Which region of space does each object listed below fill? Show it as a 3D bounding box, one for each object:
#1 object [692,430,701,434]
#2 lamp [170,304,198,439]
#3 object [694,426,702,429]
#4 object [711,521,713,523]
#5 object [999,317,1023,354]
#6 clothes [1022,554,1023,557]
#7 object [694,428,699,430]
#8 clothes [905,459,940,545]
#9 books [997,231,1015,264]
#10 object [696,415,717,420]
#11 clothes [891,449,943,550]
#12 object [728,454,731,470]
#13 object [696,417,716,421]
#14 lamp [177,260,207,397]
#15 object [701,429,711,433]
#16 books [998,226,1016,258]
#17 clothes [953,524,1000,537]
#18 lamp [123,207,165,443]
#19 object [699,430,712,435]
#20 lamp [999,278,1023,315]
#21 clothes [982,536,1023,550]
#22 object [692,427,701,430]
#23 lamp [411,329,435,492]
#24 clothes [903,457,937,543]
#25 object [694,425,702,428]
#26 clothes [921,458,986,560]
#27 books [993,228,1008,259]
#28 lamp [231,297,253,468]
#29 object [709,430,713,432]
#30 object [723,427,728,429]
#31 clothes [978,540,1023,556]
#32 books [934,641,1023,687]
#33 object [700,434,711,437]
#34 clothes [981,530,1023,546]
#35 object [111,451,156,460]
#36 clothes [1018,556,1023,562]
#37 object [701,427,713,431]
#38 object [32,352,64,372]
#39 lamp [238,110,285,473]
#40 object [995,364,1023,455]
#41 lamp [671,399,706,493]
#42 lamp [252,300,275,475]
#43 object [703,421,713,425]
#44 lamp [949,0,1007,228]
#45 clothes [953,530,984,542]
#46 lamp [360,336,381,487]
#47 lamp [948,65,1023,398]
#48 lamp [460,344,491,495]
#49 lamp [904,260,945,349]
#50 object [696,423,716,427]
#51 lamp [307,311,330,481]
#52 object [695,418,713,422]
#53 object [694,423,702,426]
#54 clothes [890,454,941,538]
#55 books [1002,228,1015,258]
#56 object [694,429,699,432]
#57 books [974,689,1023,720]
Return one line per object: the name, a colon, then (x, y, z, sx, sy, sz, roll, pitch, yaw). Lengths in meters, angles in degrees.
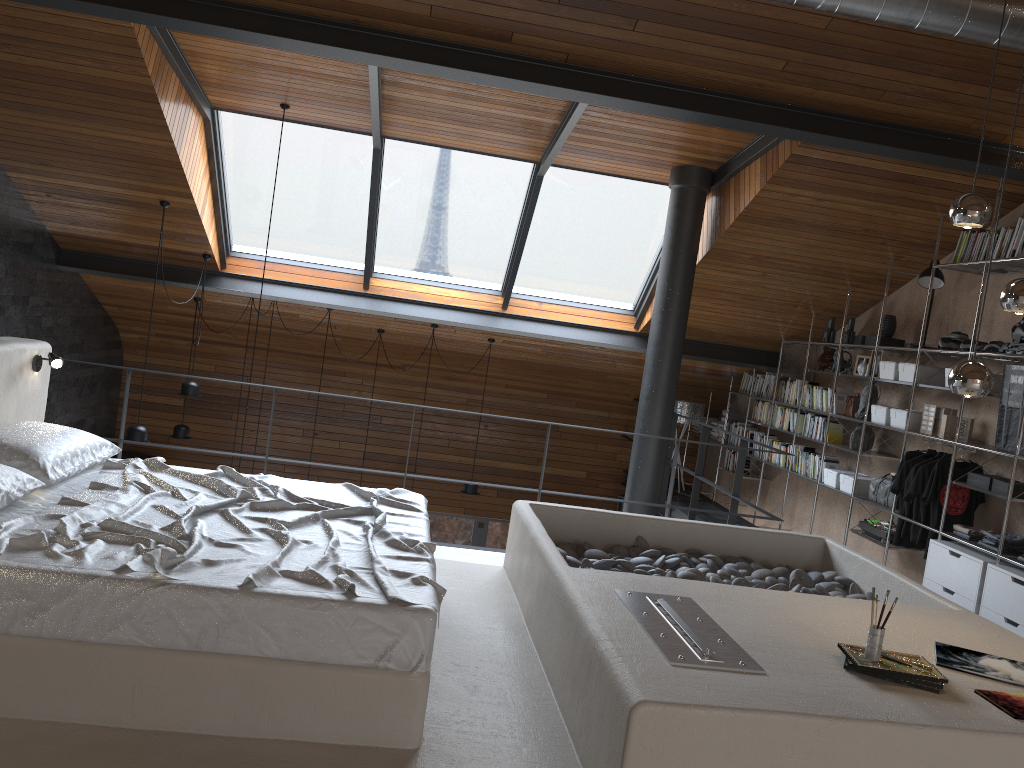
object: (2.282, 0.580, 10.567, 0.234, 0.025, 0.176, 8, 3, -7)
lamp: (-3.193, -0.147, 8.771, 0.210, 1.369, 0.210, 10, 4, 30)
object: (2.303, 0.526, 10.572, 0.216, 0.012, 0.161, 8, 3, -7)
object: (2.185, 1.965, 10.087, 0.244, 0.879, 0.244, 9, 3, 21)
object: (3.116, -0.328, 5.266, 0.174, 0.342, 0.416, 8, 3, -3)
clothes: (2.970, 0.966, 4.930, 0.203, 0.053, 0.198, 8, 3, -4)
object: (2.299, 0.550, 10.576, 0.218, 0.013, 0.161, 8, 3, -7)
clothes: (2.842, 0.792, 5.913, 0.488, 0.586, 0.074, 7, 3, -14)
books: (3.122, -0.856, 5.555, 0.120, 0.186, 0.064, 8, 3, -7)
object: (2.304, 0.396, 10.568, 0.246, 0.016, 0.182, 8, 3, -7)
clothes: (2.828, 0.800, 6.143, 0.424, 0.689, 0.090, 8, 3, -9)
object: (2.361, 0.833, 9.421, 0.111, 0.174, 0.011, 8, 3, -7)
object: (2.303, 0.413, 10.559, 0.246, 0.016, 0.182, 8, 3, -7)
lamp: (-2.755, -0.499, 7.782, 0.210, 1.206, 0.210, 10, 4, 30)
object: (2.320, 0.556, 10.302, 0.201, 0.013, 0.161, 8, 3, -7)
books: (3.121, -0.867, 5.523, 0.133, 0.215, 0.070, 8, 3, -7)
clothes: (2.904, 0.919, 5.530, 0.221, 0.050, 0.196, 8, 3, -5)
lamp: (-2.831, -0.466, 6.939, 0.210, 1.854, 0.210, 10, 4, 30)
object: (2.330, 0.576, 10.304, 0.262, 0.025, 0.176, 8, 3, -7)
lamp: (1.997, -0.989, 3.272, 0.146, 1.474, 0.146, 9, 3, 24)
clothes: (2.931, 0.945, 5.267, 0.215, 0.047, 0.191, 8, 3, -7)
object: (2.287, 0.537, 10.565, 0.243, 0.012, 0.159, 8, 3, -7)
lamp: (-0.906, 0.351, 8.910, 0.210, 1.911, 0.210, 10, 4, 30)
clothes: (2.865, 0.792, 5.982, 0.488, 0.586, 0.074, 7, 3, -14)
object: (2.302, 0.511, 10.562, 0.224, 0.017, 0.167, 8, 3, -7)
clothes: (2.872, 0.827, 5.778, 0.424, 0.689, 0.090, 8, 3, -9)
books: (3.115, -0.864, 5.567, 0.131, 0.202, 0.068, 8, 3, -7)
lamp: (-2.586, 0.125, 8.440, 0.210, 2.036, 0.210, 10, 4, 30)
object: (2.340, 0.546, 10.288, 0.228, 0.016, 0.182, 8, 3, -7)
object: (2.428, 0.491, 9.686, 0.217, 0.013, 0.161, 8, 3, -7)
clothes: (2.944, 0.972, 5.274, 0.243, 0.045, 0.208, 8, 3, -7)
books: (1.634, 0.963, 3.024, 0.347, 0.019, 0.260, 10, 4, 24)
object: (2.312, 0.606, 10.310, 0.201, 0.012, 0.161, 8, 3, -7)
clothes: (2.940, 0.915, 5.282, 0.200, 0.052, 0.194, 8, 3, -6)
object: (-4.384, 1.921, 9.754, 0.686, 2.298, 0.639, 10, 4, 31)
clothes: (2.984, 0.994, 4.940, 0.242, 0.048, 0.207, 8, 3, -10)
object: (2.317, 0.527, 10.308, 0.203, 0.013, 0.161, 8, 3, -7)
object: (-2.271, -0.103, 4.314, 0.165, 0.106, 0.085, 9, 3, 20)
lamp: (-1.914, -0.461, 6.674, 0.210, 3.208, 0.210, 9, 3, 15)
object: (3.088, 0.141, 5.314, 0.188, 0.559, 0.337, 8, 3, -3)
lamp: (1.839, 0.683, 9.876, 0.475, 1.002, 0.475, 9, 3, 16)
lamp: (-2.358, 0.237, 8.313, 0.210, 2.273, 0.210, 10, 4, 30)
object: (2.296, 0.455, 10.544, 0.252, 0.028, 0.180, 8, 3, -7)
lamp: (1.829, -1.195, 3.363, 0.146, 1.204, 0.146, 9, 3, 24)
clothes: (2.913, 0.952, 5.535, 0.248, 0.043, 0.190, 8, 3, 1)
lamp: (-1.468, 0.302, 9.168, 0.210, 2.002, 0.210, 10, 4, 30)
lamp: (1.756, -0.826, 3.126, 0.146, 1.771, 0.146, 9, 3, 18)
lamp: (-0.325, 0.353, 9.139, 0.210, 1.565, 0.210, 10, 4, 30)
lamp: (3.007, -0.571, 6.418, 0.322, 0.660, 0.233, 5, 4, -44)
object: (2.296, 0.479, 10.546, 0.246, 0.016, 0.182, 8, 3, -7)
lamp: (-1.916, 0.281, 8.697, 0.210, 2.034, 0.210, 10, 4, 30)
object: (2.308, 0.432, 10.560, 0.233, 0.021, 0.174, 8, 3, -7)
object: (2.294, 0.494, 10.546, 0.246, 0.016, 0.182, 8, 3, -7)
clothes: (2.820, 0.778, 6.099, 0.488, 0.586, 0.074, 7, 3, -14)
books: (3.125, -0.857, 5.495, 0.123, 0.201, 0.071, 8, 3, -7)
object: (2.299, 0.564, 10.567, 0.216, 0.013, 0.161, 8, 3, -7)
books: (1.566, 0.975, 2.671, 0.251, 0.013, 0.188, 8, 3, -7)
